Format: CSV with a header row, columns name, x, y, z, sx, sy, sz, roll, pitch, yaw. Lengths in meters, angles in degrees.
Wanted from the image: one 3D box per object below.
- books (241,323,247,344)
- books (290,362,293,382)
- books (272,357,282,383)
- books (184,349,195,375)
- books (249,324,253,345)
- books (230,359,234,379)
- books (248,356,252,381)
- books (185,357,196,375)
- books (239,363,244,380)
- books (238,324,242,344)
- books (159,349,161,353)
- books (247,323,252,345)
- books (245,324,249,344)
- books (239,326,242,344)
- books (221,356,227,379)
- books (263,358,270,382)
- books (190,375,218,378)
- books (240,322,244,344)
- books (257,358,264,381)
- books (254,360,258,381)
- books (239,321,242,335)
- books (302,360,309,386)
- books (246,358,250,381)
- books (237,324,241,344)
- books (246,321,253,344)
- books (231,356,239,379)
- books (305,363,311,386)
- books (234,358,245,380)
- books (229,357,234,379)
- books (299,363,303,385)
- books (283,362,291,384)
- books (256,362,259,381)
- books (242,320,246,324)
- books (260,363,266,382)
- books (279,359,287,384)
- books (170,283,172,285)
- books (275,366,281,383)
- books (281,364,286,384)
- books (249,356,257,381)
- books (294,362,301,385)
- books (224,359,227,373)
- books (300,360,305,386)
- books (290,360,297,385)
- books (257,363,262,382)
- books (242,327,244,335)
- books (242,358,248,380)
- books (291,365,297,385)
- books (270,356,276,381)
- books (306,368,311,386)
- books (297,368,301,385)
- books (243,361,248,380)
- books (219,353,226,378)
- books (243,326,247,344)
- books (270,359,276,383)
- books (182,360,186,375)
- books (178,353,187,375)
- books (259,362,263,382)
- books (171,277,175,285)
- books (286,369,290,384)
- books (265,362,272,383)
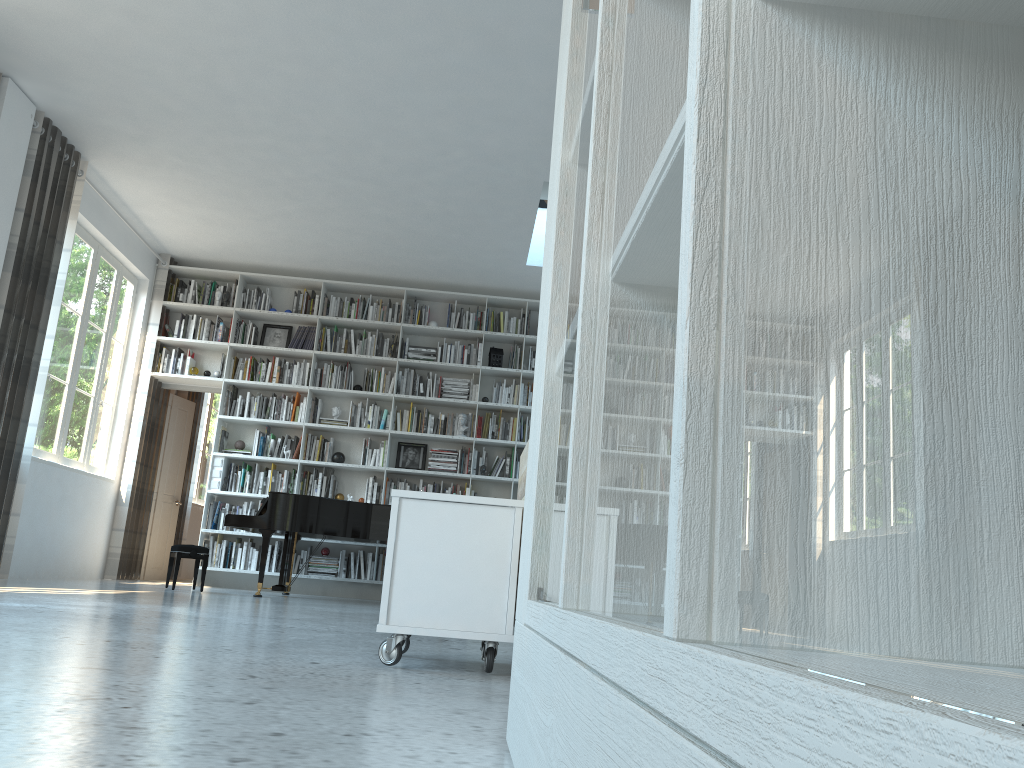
name,x,y,z,sx,sy,sz,roll,pitch,yaw
books,-2.727,-0.481,9.051,0.004,0.245,0.189,5,-12,-2
books,-2.242,-0.077,9.029,0.035,0.260,0.131,5,-12,-2
books,-2.381,-0.109,8.996,0.030,0.285,0.185,5,-12,-2
books,-3.268,-0.193,8.977,0.013,0.298,0.179,5,-12,-2
books,-2.651,-0.472,9.068,0.011,0.249,0.168,5,-12,-2
books,-2.819,-0.118,8.992,0.022,0.232,0.151,5,-12,-2
books,-2.643,-0.127,9.002,0.020,0.280,0.165,5,-12,-2
books,-3.250,-0.151,8.955,0.029,0.211,0.187,5,-12,-2
books,-2.722,-0.095,8.976,0.026,0.195,0.176,5,-12,-2
books,-2.757,-0.473,9.057,0.009,0.228,0.185,5,-12,-2
books,-3.564,-0.210,8.948,0.011,0.272,0.189,5,-12,-2
books,-2.667,-0.480,9.060,0.023,0.257,0.183,5,-12,-2
books,-2.694,-0.473,9.068,0.019,0.243,0.153,5,-12,-2
books,-2.751,-0.467,9.046,0.004,0.213,0.187,5,-12,-2
books,-2.903,-0.140,9.009,0.044,0.268,0.134,5,-12,-2
books,-2.488,-0.108,9.007,0.014,0.272,0.181,5,-12,-2
books,-3.093,-0.058,8.967,0.285,0.012,0.160,5,-13,0
books,-2.743,-0.486,9.064,0.009,0.259,0.184,5,-12,-2
books,-2.558,-0.115,9.012,0.012,0.276,0.151,5,-12,-2
books,-2.600,-0.106,9.006,0.047,0.249,0.134,5,-12,-2
books,-2.768,-0.495,9.074,0.005,0.277,0.147,5,-12,-2
books,-2.098,-0.082,9.020,0.022,0.288,0.169,5,-12,-2
books,-2.660,-0.115,8.994,0.014,0.252,0.187,5,-12,-2
books,-2.775,-0.476,9.071,0.005,0.237,0.154,5,-12,-2
books,-2.680,-0.490,9.071,0.005,0.280,0.191,5,-12,-2
books,-2.800,-0.134,8.987,0.012,0.262,0.180,5,-12,-2
books,-2.070,-0.067,9.016,0.035,0.263,0.178,5,-12,-2
books,-2.765,-0.124,9.004,0.062,0.257,0.153,5,-12,-2
books,-2.836,-0.129,9.002,0.012,0.253,0.161,5,-12,-2
books,-2.135,-0.070,9.033,0.024,0.265,0.155,5,-12,-2
books,-2.288,-0.082,9.024,0.029,0.260,0.158,5,-12,-2
books,-2.572,-0.093,9.010,0.012,0.230,0.150,5,-12,-2
books,-2.763,-0.499,9.078,0.006,0.288,0.144,5,-12,-2
books,-2.512,-0.085,8.995,0.031,0.216,0.173,5,-12,-2
books,-2.326,-0.099,9.022,0.025,0.285,0.161,5,-12,-2
books,-3.512,-0.903,9.126,0.011,0.241,0.151,5,-12,-2
books,-2.355,-0.063,8.985,0.029,0.195,0.192,5,-12,-2
books,-2.309,-0.073,9.006,0.013,0.232,0.172,5,-12,-2
books,-2.627,-0.126,8.991,0.011,0.277,0.164,5,-12,-2
books,-2.170,-0.077,9.010,0.022,0.262,0.175,5,-12,-2
books,-2.859,-0.126,8.956,0.021,0.224,0.232,5,-12,-2
books,-2.114,-0.087,9.008,0.012,0.290,0.182,5,-12,-2
books,-2.217,-0.089,9.014,0.012,0.280,0.188,5,-12,-2
books,-2.546,-0.088,8.994,0.014,0.217,0.164,5,-12,-2
books,-2.735,-0.478,9.072,0.010,0.248,0.166,5,-12,-2
books,-2.702,-0.123,8.999,0.010,0.262,0.151,5,-12,-2
books,-2.198,-0.063,9.006,0.030,0.230,0.172,5,-12,-2
books,-2.427,-0.116,9.020,0.014,0.303,0.152,5,-12,-2
books,-2.035,-0.040,8.987,0.039,0.202,0.236,5,-12,-2
books,-2.155,-0.045,9.017,0.013,0.206,0.172,5,-12,-2
books,-2.683,-0.106,8.992,0.030,0.229,0.172,5,-12,-2
books,-2.929,-0.155,8.989,0.012,0.284,0.160,5,-12,-2
books,-2.705,-0.464,9.054,0.018,0.218,0.187,5,-12,-2
books,-2.409,-0.103,8.999,0.023,0.270,0.187,5,-12,-2
books,-3.295,-0.138,8.984,0.029,0.191,0.135,5,-12,-2
books,-3.316,-0.171,8.948,0.021,0.236,0.189,5,-12,-2
books,-2.533,-0.091,9.002,0.011,0.228,0.170,5,-12,-2
books,-3.520,-0.938,9.120,0.012,0.306,0.181,5,-12,-2
books,-2.266,-0.044,9.015,0.022,0.185,0.137,5,-12,-2
books,-2.460,-0.088,9.009,0.047,0.237,0.163,5,-12,-2
